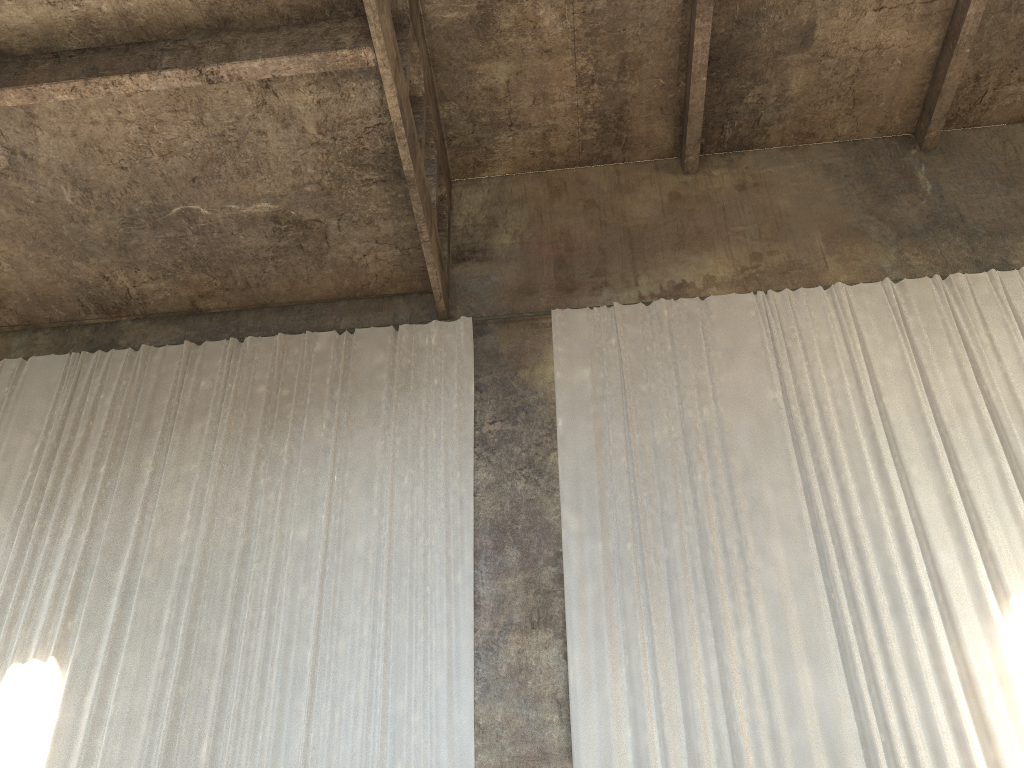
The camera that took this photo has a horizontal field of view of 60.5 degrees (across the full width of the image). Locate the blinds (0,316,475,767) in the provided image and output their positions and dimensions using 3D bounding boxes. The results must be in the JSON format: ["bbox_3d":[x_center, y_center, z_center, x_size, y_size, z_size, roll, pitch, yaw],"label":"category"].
[{"bbox_3d":[-4.239,2.822,8.908,7.830,8.109,0.292,-5,-35,5],"label":"blinds"}]

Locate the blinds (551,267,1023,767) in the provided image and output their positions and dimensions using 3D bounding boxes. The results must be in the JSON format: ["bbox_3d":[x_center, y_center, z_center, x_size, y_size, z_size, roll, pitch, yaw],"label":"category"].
[{"bbox_3d":[4.364,2.102,8.292,7.830,8.109,0.292,-5,-35,5],"label":"blinds"}]
